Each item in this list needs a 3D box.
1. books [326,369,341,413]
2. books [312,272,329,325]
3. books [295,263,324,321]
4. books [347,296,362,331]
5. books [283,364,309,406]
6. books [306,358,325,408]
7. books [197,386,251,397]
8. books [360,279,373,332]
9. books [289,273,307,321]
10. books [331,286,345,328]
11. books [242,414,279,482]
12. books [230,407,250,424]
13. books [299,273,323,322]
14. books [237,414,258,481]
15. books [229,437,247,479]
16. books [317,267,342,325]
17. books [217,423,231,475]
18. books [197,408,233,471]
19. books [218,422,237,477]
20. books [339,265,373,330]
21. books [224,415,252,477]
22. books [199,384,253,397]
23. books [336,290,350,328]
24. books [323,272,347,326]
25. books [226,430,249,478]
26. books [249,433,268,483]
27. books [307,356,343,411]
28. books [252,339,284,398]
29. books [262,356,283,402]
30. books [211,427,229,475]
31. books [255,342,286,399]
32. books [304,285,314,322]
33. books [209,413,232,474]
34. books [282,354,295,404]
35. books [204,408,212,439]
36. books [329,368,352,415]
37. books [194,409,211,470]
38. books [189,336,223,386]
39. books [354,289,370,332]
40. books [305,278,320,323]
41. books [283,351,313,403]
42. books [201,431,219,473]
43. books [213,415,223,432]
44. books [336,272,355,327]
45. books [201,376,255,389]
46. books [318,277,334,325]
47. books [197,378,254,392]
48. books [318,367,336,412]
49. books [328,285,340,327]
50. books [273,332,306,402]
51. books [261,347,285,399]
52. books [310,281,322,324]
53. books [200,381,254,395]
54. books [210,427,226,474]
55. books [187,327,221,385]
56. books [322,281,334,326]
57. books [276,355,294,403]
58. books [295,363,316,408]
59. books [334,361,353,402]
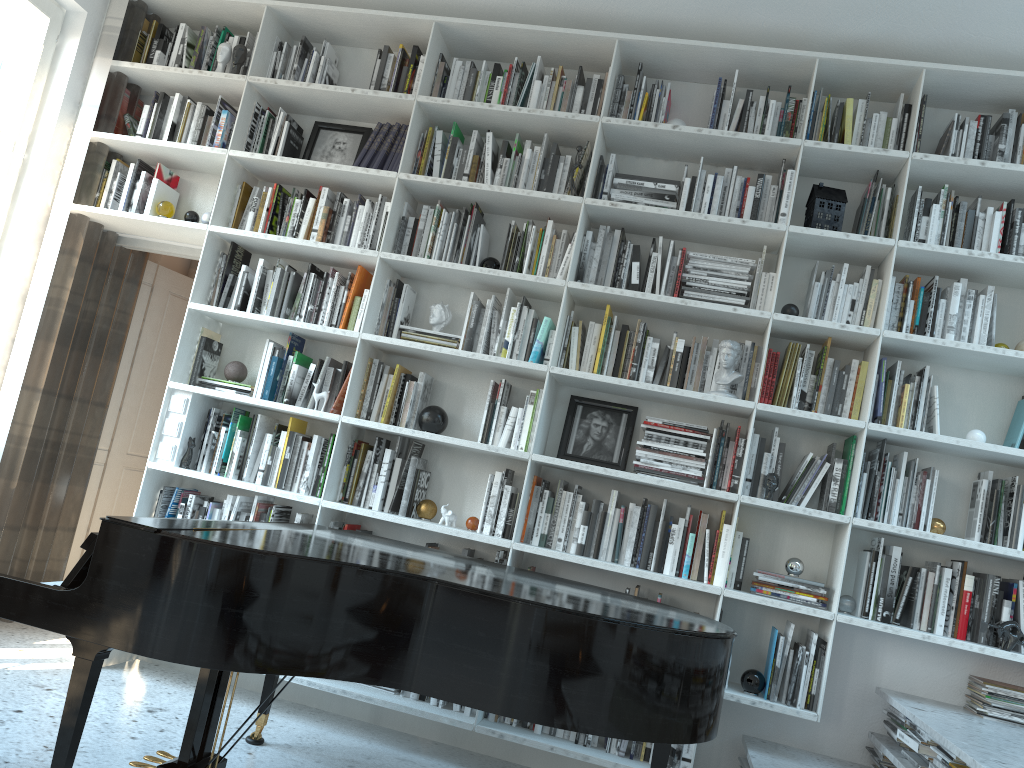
[{"bbox_3d":[-0.783,0.047,4.029,0.027,0.209,0.144,11,-7,12],"label":"books"},{"bbox_3d":[-0.867,-0.370,4.114,0.012,0.272,0.145,11,-7,12],"label":"books"},{"bbox_3d":[-0.942,-0.398,4.129,0.013,0.299,0.152,11,-7,12],"label":"books"},{"bbox_3d":[-0.702,-0.295,4.074,0.030,0.183,0.152,11,-7,12],"label":"books"},{"bbox_3d":[-0.970,0.019,4.046,0.029,0.190,0.189,11,-7,12],"label":"books"},{"bbox_3d":[-0.884,0.014,4.065,0.013,0.241,0.141,11,-7,12],"label":"books"},{"bbox_3d":[-1.306,0.051,4.130,0.285,0.012,0.160,10,-8,15],"label":"books"},{"bbox_3d":[-0.634,-0.333,4.073,0.027,0.285,0.148,11,-7,12],"label":"books"},{"bbox_3d":[-0.973,-0.380,4.150,0.047,0.256,0.142,11,-7,12],"label":"books"},{"bbox_3d":[-0.782,-0.327,4.101,0.021,0.220,0.149,11,-7,12],"label":"books"},{"bbox_3d":[-1.147,0.300,4.052,0.012,0.306,0.190,11,-7,12],"label":"books"},{"bbox_3d":[-1.280,0.271,4.084,0.006,0.314,0.146,11,-7,12],"label":"books"},{"bbox_3d":[-0.929,-0.373,4.133,0.021,0.256,0.156,11,-7,12],"label":"books"},{"bbox_3d":[-1.165,0.298,4.043,0.019,0.300,0.180,11,-7,12],"label":"books"},{"bbox_3d":[-1.217,0.344,4.045,0.016,0.188,0.184,11,-7,12],"label":"books"},{"bbox_3d":[-0.850,-0.381,4.128,0.011,0.304,0.130,11,-7,12],"label":"books"},{"bbox_3d":[-1.278,0.308,4.075,0.014,0.243,0.171,11,-7,12],"label":"books"},{"bbox_3d":[-1.373,0.265,4.106,0.014,0.294,0.171,11,-7,12],"label":"books"},{"bbox_3d":[-1.269,0.307,4.060,0.009,0.244,0.185,11,-7,12],"label":"books"},{"bbox_3d":[-0.719,-0.370,4.086,0.035,0.325,0.170,11,-7,12],"label":"books"},{"bbox_3d":[-1.234,0.292,4.055,0.007,0.286,0.182,11,-7,12],"label":"books"},{"bbox_3d":[-1.303,0.040,4.136,0.254,0.012,0.161,10,-8,13],"label":"books"},{"bbox_3d":[-0.755,-0.315,4.083,0.013,0.203,0.162,11,-7,12],"label":"books"},{"bbox_3d":[-0.808,-0.362,4.092,0.015,0.274,0.157,11,-7,12],"label":"books"},{"bbox_3d":[-1.229,0.328,4.055,0.015,0.218,0.190,11,-7,12],"label":"books"},{"bbox_3d":[-1.125,0.345,4.059,0.045,0.230,0.138,11,-7,12],"label":"books"},{"bbox_3d":[-0.850,0.011,4.044,0.060,0.255,0.158,11,-7,12],"label":"books"},{"bbox_3d":[-1.129,-0.055,4.109,0.012,0.284,0.160,11,-7,12],"label":"books"},{"bbox_3d":[-1.068,-0.008,4.067,0.029,0.208,0.190,11,-7,12],"label":"books"},{"bbox_3d":[-1.302,0.316,4.071,0.015,0.216,0.180,11,-7,12],"label":"books"},{"bbox_3d":[-1.113,-0.046,4.104,0.024,0.272,0.150,11,-7,12],"label":"books"},{"bbox_3d":[-0.914,-0.344,4.126,0.021,0.204,0.130,11,-7,12],"label":"books"},{"bbox_3d":[-1.319,0.281,4.087,0.008,0.279,0.164,11,-7,12],"label":"books"},{"bbox_3d":[-0.993,-0.010,4.087,0.022,0.248,0.129,11,-7,12],"label":"books"},{"bbox_3d":[-1.387,0.266,4.116,0.016,0.289,0.153,11,-7,12],"label":"books"},{"bbox_3d":[-0.710,0.021,3.981,0.082,0.276,0.229,11,-7,12],"label":"books"},{"bbox_3d":[-1.399,0.266,4.120,0.008,0.284,0.160,11,-7,12],"label":"books"},{"bbox_3d":[-1.440,-0.090,4.175,0.028,0.242,0.157,11,-7,12],"label":"books"},{"bbox_3d":[-0.669,-0.309,4.070,0.031,0.223,0.145,11,-7,12],"label":"books"},{"bbox_3d":[-0.898,-0.355,4.110,0.013,0.229,0.177,11,-7,12],"label":"books"},{"bbox_3d":[-0.980,-0.011,4.066,0.011,0.250,0.172,11,-7,12],"label":"books"},{"bbox_3d":[-1.345,0.320,4.064,0.019,0.189,0.193,11,-7,12],"label":"books"},{"bbox_3d":[-1.347,0.284,4.087,0.007,0.263,0.177,11,-7,12],"label":"books"},{"bbox_3d":[-0.757,-0.359,4.106,0.015,0.292,0.144,11,-7,12],"label":"books"},{"bbox_3d":[-1.295,0.005,4.140,0.254,0.012,0.161,10,-8,13],"label":"books"},{"bbox_3d":[-0.846,-0.355,4.118,0.011,0.251,0.139,11,-7,12],"label":"books"},{"bbox_3d":[-1.299,0.015,4.132,0.285,0.012,0.160,10,-8,16],"label":"books"},{"bbox_3d":[-0.813,0.041,4.025,0.030,0.207,0.172,11,-7,12],"label":"books"},{"bbox_3d":[-0.799,-0.329,4.100,0.012,0.217,0.160,11,-7,12],"label":"books"},{"bbox_3d":[-1.029,-0.061,4.103,0.011,0.335,0.153,11,-7,12],"label":"books"},{"bbox_3d":[-1.087,-0.031,4.105,0.031,0.255,0.143,11,-7,12],"label":"books"},{"bbox_3d":[-0.883,-0.350,4.118,0.013,0.227,0.152,11,-7,12],"label":"books"},{"bbox_3d":[-1.301,0.027,4.133,0.254,0.012,0.161,11,-8,9],"label":"books"},{"bbox_3d":[-1.314,0.314,4.087,0.015,0.218,0.176,11,-7,12],"label":"books"},{"bbox_3d":[-1.453,-0.112,4.191,0.012,0.284,0.160,11,-7,12],"label":"books"},{"bbox_3d":[-0.827,-0.345,4.123,0.028,0.242,0.132,11,-7,12],"label":"books"},{"bbox_3d":[-1.019,-0.005,4.098,0.030,0.231,0.148,11,-7,12],"label":"books"},{"bbox_3d":[-0.920,0.021,4.071,0.056,0.214,0.143,11,-7,12],"label":"books"},{"bbox_3d":[-0.755,0.031,4.029,0.021,0.251,0.154,11,-7,12],"label":"books"}]
